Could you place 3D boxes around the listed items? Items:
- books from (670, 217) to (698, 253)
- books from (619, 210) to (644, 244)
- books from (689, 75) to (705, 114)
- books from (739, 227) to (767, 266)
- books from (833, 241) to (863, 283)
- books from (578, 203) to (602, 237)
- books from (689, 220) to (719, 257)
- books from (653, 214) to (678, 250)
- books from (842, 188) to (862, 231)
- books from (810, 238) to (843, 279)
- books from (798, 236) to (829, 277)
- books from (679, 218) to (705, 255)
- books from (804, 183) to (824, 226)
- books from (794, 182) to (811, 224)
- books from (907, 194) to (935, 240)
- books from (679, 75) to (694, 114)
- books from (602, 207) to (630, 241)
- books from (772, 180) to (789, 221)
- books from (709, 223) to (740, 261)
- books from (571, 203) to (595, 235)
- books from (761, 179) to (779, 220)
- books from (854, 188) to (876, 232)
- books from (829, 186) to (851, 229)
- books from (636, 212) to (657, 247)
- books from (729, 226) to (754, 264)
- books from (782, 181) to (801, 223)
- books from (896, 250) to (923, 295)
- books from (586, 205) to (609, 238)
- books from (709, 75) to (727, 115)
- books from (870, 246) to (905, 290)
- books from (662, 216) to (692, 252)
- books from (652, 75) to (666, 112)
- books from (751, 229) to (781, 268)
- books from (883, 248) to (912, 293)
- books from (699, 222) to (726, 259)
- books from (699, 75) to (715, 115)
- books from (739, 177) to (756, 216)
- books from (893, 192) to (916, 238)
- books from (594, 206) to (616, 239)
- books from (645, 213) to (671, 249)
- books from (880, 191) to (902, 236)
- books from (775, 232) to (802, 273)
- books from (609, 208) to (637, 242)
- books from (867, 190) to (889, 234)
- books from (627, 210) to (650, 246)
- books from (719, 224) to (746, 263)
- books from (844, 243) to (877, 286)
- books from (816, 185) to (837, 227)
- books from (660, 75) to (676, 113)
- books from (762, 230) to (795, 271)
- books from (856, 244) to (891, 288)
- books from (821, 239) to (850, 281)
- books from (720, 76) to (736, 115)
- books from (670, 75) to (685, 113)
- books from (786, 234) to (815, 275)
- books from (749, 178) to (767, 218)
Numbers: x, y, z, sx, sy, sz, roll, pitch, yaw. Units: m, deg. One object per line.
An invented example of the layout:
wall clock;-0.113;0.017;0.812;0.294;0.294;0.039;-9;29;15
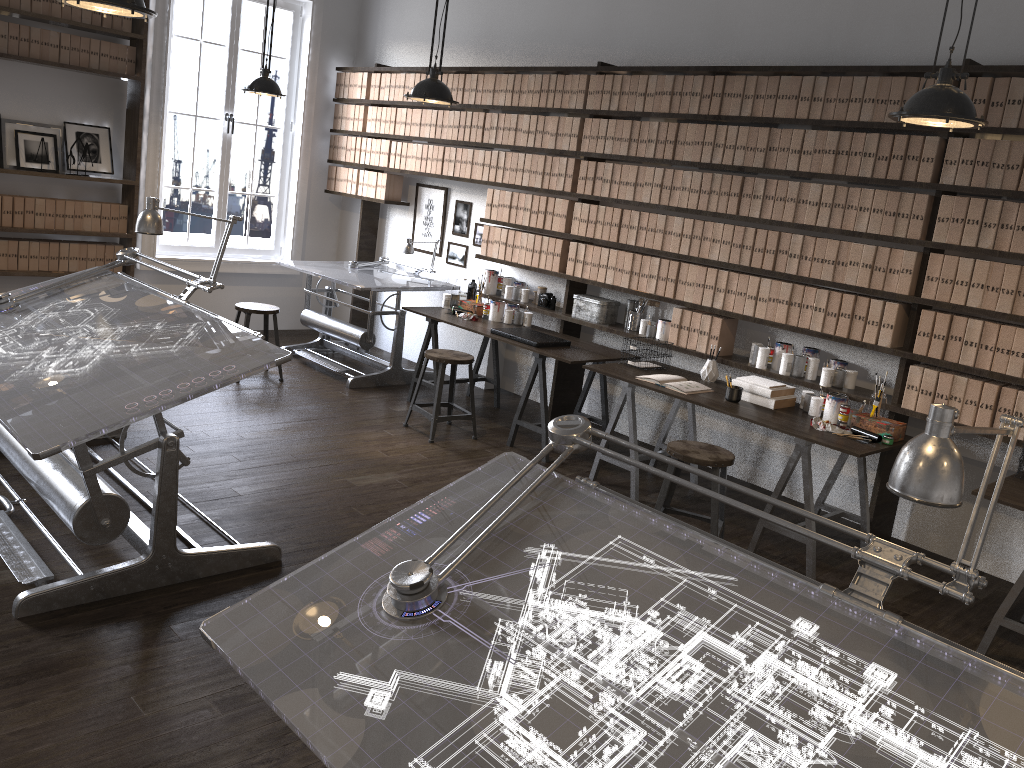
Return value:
books;1.055;-0.897;5.394;0.175;0.223;0.067;-3;15;-44
books;0.780;-1.000;5.685;0.175;0.223;0.067;-3;15;-44
books;1.145;-1.705;5.267;0.174;0.223;0.067;-3;15;-44
books;1.387;-0.774;5.049;0.175;0.223;0.067;-3;15;-44
books;1.774;-0.631;4.646;0.175;0.223;0.067;-3;15;-44
books;0.539;-1.087;5.927;0.175;0.223;0.067;-3;15;-44
books;1.153;-0.861;5.294;0.175;0.223;0.067;-3;15;-44
books;0.965;-0.929;5.483;0.175;0.224;0.067;-3;15;-44
books;1.805;-0.901;4.606;0.174;0.223;0.067;-3;15;-44
books;1.684;-0.664;4.741;0.175;0.223;0.067;-3;15;-44
books;1.637;-0.682;4.791;0.174;0.223;0.067;-3;15;-44
books;1.103;-0.879;5.341;0.175;0.224;0.067;-3;15;-44
books;1.659;-0.954;4.754;0.175;0.223;0.067;-3;15;-44
books;1.617;-0.970;4.799;0.175;0.223;0.067;-3;15;-44
books;2.035;-0.815;4.364;0.175;0.223;0.067;-3;15;-44
books;1.100;-1.723;5.320;0.174;0.223;0.067;-3;15;-44
books;0.680;-1.037;5.790;0.175;0.223;0.067;-3;15;-44
books;1.527;-1.004;4.895;0.175;0.223;0.067;-3;15;-44
books;1.246;-0.826;5.195;0.174;0.223;0.067;-3;15;-44
books;0.492;-1.106;5.981;0.174;0.223;0.067;-3;15;-44
books;1.480;-1.022;4.945;0.174;0.223;0.067;-3;15;-44
books;1.849;-0.884;4.555;0.174;0.223;0.067;-3;15;-44
books;1.757;-0.919;4.654;0.175;0.223;0.067;-3;15;-44
books;0.876;-0.964;5.585;0.174;0.223;0.067;-3;15;-44
books;1.341;-0.789;5.090;0.175;0.224;0.067;-3;15;-44
books;1.569;-0.987;4.843;0.175;0.224;0.067;-3;15;-44
books;1.997;-0.546;4.407;0.175;0.224;0.067;-3;15;-44
books;0.588;-1.069;5.876;0.175;0.224;0.067;-3;15;-44
books;1.243;-1.669;5.164;0.175;0.224;0.067;-3;15;-44
books;1.910;-0.580;4.505;0.175;0.223;0.067;-3;15;-44
books;1.014;-0.913;5.439;0.175;0.223;0.067;-3;15;-44
books;0.960;-1.775;5.464;0.175;0.223;0.067;-3;15;-44
books;1.440;-0.755;4.997;0.175;0.223;0.067;-3;15;-44
books;1.958;-0.563;4.457;0.174;0.223;0.067;-3;15;-44
books;1.202;-0.844;5.247;0.174;0.223;0.067;-3;15;-44
books;1.196;-1.688;5.220;0.175;0.223;0.067;-3;15;-44
books;1.384;-1.057;5.045;0.175;0.223;0.067;-3;15;-44
books;1.987;-0.833;4.413;0.175;0.223;0.067;-3;15;-44
books;0.634;-1.054;5.835;0.175;0.223;0.067;-3;15;-44
books;0.924;-0.947;5.535;0.175;0.223;0.067;-3;15;-44
books;1.941;-0.848;4.454;0.175;0.224;0.067;-3;15;-44
books;1.541;-0.718;4.892;0.175;0.223;0.067;-3;15;-44
books;0.726;-1.019;5.734;0.175;0.224;0.067;-3;15;-44
books;1.896;-0.865;4.501;0.175;0.223;0.067;-3;15;-44
books;0.825;-0.982;5.632;0.174;0.223;0.067;-3;15;-44
books;1.292;-0.808;5.141;0.175;0.223;0.067;-3;15;-44
books;1.816;-0.615;4.600;0.175;0.223;0.067;-3;15;-44
books;1.706;-0.936;4.701;0.175;0.224;0.067;-3;15;-44
books;1.002;-1.758;5.413;0.175;0.224;0.067;-3;15;-44
books;1.486;-0.736;4.941;0.175;0.224;0.067;-3;15;-44
books;1.859;-0.598;4.552;0.175;0.224;0.067;-3;15;-44
books;1.726;-0.647;4.690;0.175;0.224;0.067;-3;15;-44
books;1.297;-1.650;5.115;0.175;0.223;0.067;-3;15;-44
books;1.052;-1.741;5.370;0.175;0.223;0.067;-3;15;-44
books;1.586;-0.700;4.838;0.174;0.223;0.067;-3;15;-44
books;1.429;-1.039;4.992;0.174;0.223;0.067;-3;15;-44
